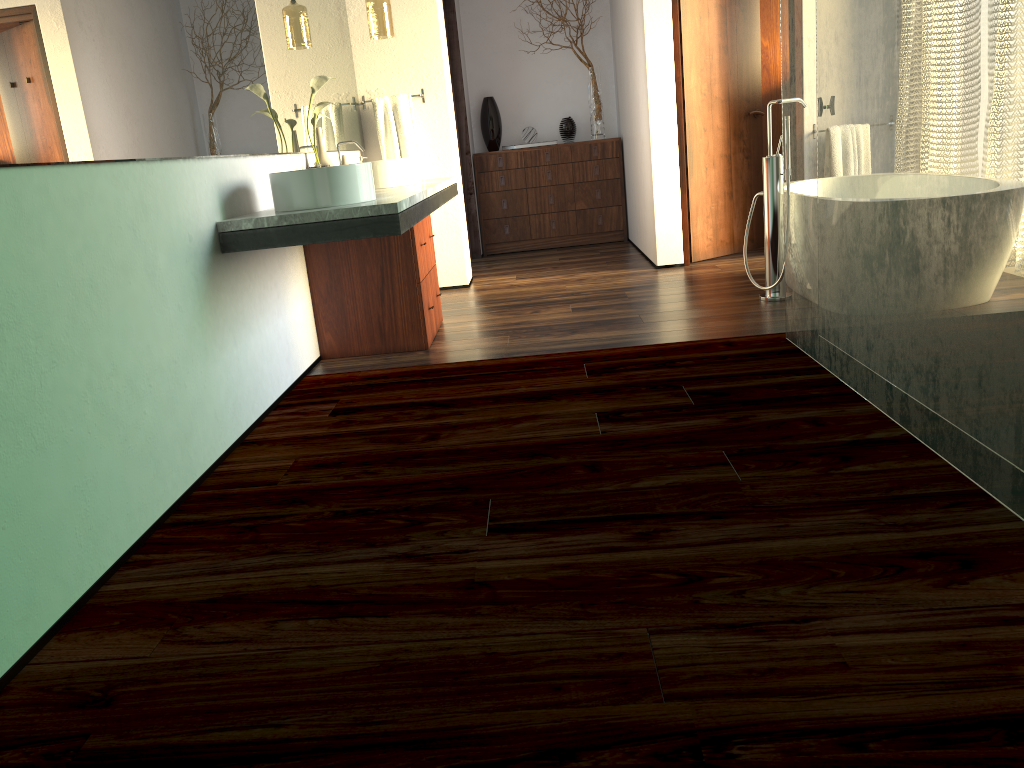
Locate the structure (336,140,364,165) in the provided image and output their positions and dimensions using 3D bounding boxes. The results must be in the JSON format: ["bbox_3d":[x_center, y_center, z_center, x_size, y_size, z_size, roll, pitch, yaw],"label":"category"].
[{"bbox_3d":[-0.805,-1.079,4.384,0.166,0.241,0.066,-4,15,8],"label":"structure"}]

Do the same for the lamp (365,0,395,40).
[{"bbox_3d":[-0.761,-2.340,4.805,0.135,0.866,0.142,-19,20,-42],"label":"lamp"}]

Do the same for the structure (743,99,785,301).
[{"bbox_3d":[1.198,-0.844,4.101,0.283,0.896,0.239,8,20,42],"label":"structure"}]

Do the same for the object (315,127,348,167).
[{"bbox_3d":[-0.805,-1.005,3.993,0.245,0.305,0.118,3,17,30],"label":"object"}]

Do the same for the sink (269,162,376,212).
[{"bbox_3d":[-0.664,-0.693,3.110,0.359,0.130,0.355,-5,15,7],"label":"sink"}]

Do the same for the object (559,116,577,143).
[{"bbox_3d":[0.442,-2.012,7.008,0.136,0.200,0.142,-19,20,-40],"label":"object"}]

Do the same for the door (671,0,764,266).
[{"bbox_3d":[1.329,-1.750,5.377,0.733,1.944,0.463,-5,15,5],"label":"door"}]

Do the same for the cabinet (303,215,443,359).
[{"bbox_3d":[-0.622,-0.506,4.180,0.514,0.599,0.657,-5,15,4],"label":"cabinet"}]

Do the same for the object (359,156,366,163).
[{"bbox_3d":[-0.683,-0.961,4.057,0.070,0.158,0.071,-9,15,-13],"label":"object"}]

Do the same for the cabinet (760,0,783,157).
[{"bbox_3d":[1.711,-2.321,6.526,1.489,2.360,0.357,-5,15,5],"label":"cabinet"}]

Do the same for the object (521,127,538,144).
[{"bbox_3d":[0.140,-1.979,7.040,0.131,0.131,0.131,-6,15,0],"label":"object"}]

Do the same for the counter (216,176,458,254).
[{"bbox_3d":[-0.623,-0.790,3.896,0.589,0.101,2.254,-6,15,3],"label":"counter"}]

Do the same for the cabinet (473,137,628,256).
[{"bbox_3d":[0.308,-1.504,7.113,1.144,0.799,0.402,-5,15,5],"label":"cabinet"}]

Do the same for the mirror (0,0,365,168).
[{"bbox_3d":[-0.997,-1.438,3.272,0.017,1.151,4.069,-5,15,3],"label":"mirror"}]

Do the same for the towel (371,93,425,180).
[{"bbox_3d":[-0.670,-1.387,5.262,0.262,0.635,0.158,0,16,22],"label":"towel"}]

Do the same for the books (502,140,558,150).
[{"bbox_3d":[0.196,-1.910,7.062,0.490,0.034,0.251,-12,16,-19],"label":"books"}]

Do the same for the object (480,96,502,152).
[{"bbox_3d":[-0.166,-2.064,7.039,0.173,0.416,0.168,-1,15,16],"label":"object"}]

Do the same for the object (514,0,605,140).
[{"bbox_3d":[0.333,-2.581,6.749,0.714,1.448,0.846,-19,20,-41],"label":"object"}]

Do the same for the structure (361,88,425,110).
[{"bbox_3d":[-0.708,-1.689,5.246,0.371,0.088,0.102,-5,15,5],"label":"structure"}]

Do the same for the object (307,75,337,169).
[{"bbox_3d":[-0.848,-1.078,3.895,0.185,0.504,0.247,-11,16,-18],"label":"object"}]

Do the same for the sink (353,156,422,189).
[{"bbox_3d":[-0.635,-1.048,4.410,0.352,0.130,0.363,-11,16,-18],"label":"sink"}]
